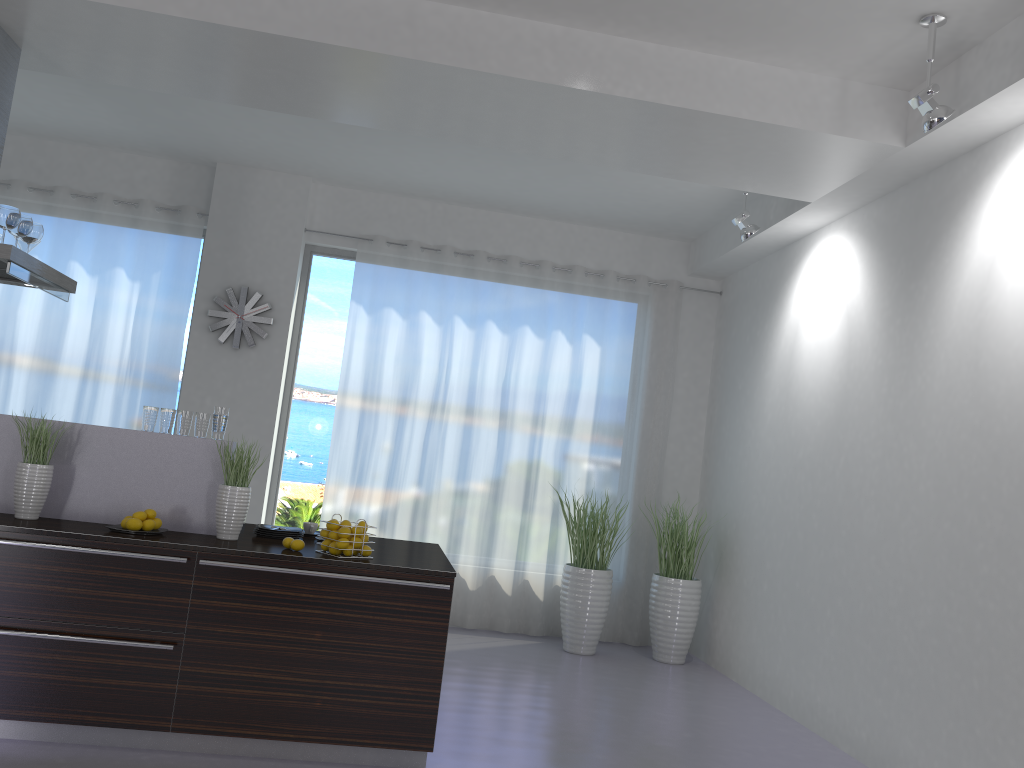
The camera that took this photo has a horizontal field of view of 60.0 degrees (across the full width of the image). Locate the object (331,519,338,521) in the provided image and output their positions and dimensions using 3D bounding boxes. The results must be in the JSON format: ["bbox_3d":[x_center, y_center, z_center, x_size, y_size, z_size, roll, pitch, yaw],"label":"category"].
[{"bbox_3d":[-0.818,0.645,4.048,0.052,0.060,0.057,9,-6,-19],"label":"object"}]

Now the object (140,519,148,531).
[{"bbox_3d":[-1.655,0.626,3.972,0.057,0.060,0.071,7,-6,-6],"label":"object"}]

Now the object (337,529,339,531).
[{"bbox_3d":[-0.786,0.686,4.039,0.064,0.053,0.051,7,-6,-5],"label":"object"}]

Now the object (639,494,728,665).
[{"bbox_3d":[1.234,1.495,6.977,0.656,1.334,0.713,9,-6,-23],"label":"object"}]

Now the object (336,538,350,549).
[{"bbox_3d":[-0.750,0.708,3.924,0.061,0.054,0.052,10,-6,-30],"label":"object"}]

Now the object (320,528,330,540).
[{"bbox_3d":[-0.841,0.680,4.023,0.053,0.051,0.063,11,-7,-39],"label":"object"}]

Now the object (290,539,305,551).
[{"bbox_3d":[-0.956,0.719,3.954,0.063,0.051,0.053,7,-6,-4],"label":"object"}]

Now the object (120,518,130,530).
[{"bbox_3d":[-1.698,0.619,3.924,0.063,0.051,0.053,7,-6,-4],"label":"object"}]

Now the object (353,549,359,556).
[{"bbox_3d":[-0.719,0.753,4.032,0.050,0.055,0.061,3,-7,38],"label":"object"}]

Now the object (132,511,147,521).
[{"bbox_3d":[-1.652,0.587,3.933,0.061,0.047,0.053,7,-6,-5],"label":"object"}]

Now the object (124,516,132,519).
[{"bbox_3d":[-1.714,0.619,3.978,0.061,0.054,0.052,2,-7,39],"label":"object"}]

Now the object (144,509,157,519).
[{"bbox_3d":[-1.625,0.584,3.979,0.053,0.048,0.063,12,-7,-41],"label":"object"}]

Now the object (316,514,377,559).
[{"bbox_3d":[-0.749,0.687,4.021,0.189,0.174,0.207,12,-8,-42],"label":"object"}]

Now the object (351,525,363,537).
[{"bbox_3d":[-0.696,0.662,3.985,0.051,0.053,0.063,6,-6,5],"label":"object"}]

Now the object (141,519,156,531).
[{"bbox_3d":[-1.613,0.627,3.932,0.061,0.054,0.052,10,-6,-30],"label":"object"}]

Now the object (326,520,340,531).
[{"bbox_3d":[-0.807,0.638,3.997,0.063,0.051,0.053,2,-7,40],"label":"object"}]

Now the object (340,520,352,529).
[{"bbox_3d":[-0.754,0.643,4.024,0.051,0.053,0.063,7,-6,-6],"label":"object"}]

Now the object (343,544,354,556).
[{"bbox_3d":[-0.729,0.742,3.953,0.051,0.053,0.063,7,-6,0],"label":"object"}]

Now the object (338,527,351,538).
[{"bbox_3d":[-0.748,0.664,3.954,0.061,0.052,0.053,6,-6,5],"label":"object"}]

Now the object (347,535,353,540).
[{"bbox_3d":[-0.728,0.706,3.990,0.051,0.053,0.062,7,-6,0],"label":"object"}]

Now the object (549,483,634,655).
[{"bbox_3d":[0.590,1.405,6.857,0.713,1.334,0.656,8,-6,-7],"label":"object"}]

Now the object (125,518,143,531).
[{"bbox_3d":[-1.655,0.616,3.883,0.070,0.058,0.060,8,-6,-9],"label":"object"}]

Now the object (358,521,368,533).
[{"bbox_3d":[-0.684,0.656,4.052,0.050,0.060,0.059,8,-6,-8],"label":"object"}]

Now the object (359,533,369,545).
[{"bbox_3d":[-0.679,0.704,4.030,0.053,0.054,0.061,2,-7,38],"label":"object"}]

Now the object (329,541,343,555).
[{"bbox_3d":[-0.785,0.735,3.967,0.064,0.063,0.074,6,-6,13],"label":"object"}]

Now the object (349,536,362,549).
[{"bbox_3d":[-0.701,0.711,3.974,0.061,0.055,0.051,10,-6,-28],"label":"object"}]

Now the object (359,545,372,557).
[{"bbox_3d":[-0.664,0.755,4.010,0.053,0.052,0.062,3,-7,32],"label":"object"}]

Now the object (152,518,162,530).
[{"bbox_3d":[-1.605,0.629,3.989,0.051,0.053,0.063,3,-7,32],"label":"object"}]

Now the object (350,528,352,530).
[{"bbox_3d":[-0.726,0.681,4.049,0.055,0.051,0.061,8,-6,-13],"label":"object"}]

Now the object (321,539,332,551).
[{"bbox_3d":[-0.833,0.727,4.004,0.060,0.057,0.052,7,-6,-6],"label":"object"}]

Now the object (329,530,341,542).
[{"bbox_3d":[-0.794,0.683,3.983,0.062,0.053,0.052,11,-7,-36],"label":"object"}]

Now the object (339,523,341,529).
[{"bbox_3d":[-0.781,0.666,4.083,0.053,0.051,0.063,3,-7,38],"label":"object"}]
